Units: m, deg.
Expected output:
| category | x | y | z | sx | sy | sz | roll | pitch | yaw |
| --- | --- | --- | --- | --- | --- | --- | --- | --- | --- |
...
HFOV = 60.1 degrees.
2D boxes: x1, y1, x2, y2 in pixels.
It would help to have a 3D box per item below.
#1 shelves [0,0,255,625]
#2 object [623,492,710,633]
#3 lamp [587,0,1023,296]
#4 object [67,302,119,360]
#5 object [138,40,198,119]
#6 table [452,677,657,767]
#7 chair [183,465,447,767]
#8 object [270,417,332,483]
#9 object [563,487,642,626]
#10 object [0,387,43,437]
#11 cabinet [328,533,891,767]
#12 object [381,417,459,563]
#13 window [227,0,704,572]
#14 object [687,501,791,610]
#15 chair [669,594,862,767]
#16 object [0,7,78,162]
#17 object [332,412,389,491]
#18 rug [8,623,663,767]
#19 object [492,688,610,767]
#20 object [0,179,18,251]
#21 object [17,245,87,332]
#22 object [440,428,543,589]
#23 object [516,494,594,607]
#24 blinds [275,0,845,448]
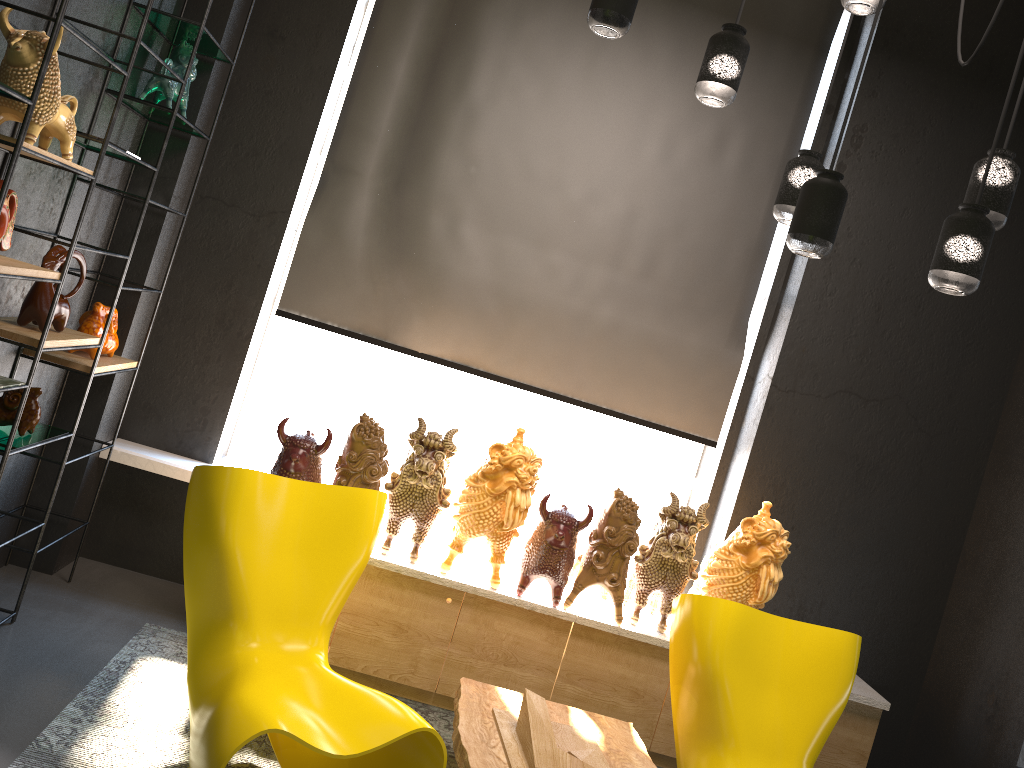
| category | x | y | z | sx | sy | sz | roll | pitch | yaw |
| --- | --- | --- | --- | --- | --- | --- | --- | --- | --- |
| shelves | -1.275 | -0.976 | 2.243 | 0.274 | 3.912 | 2.997 | 17 | 0 | -6 |
| object | 0.626 | 0.729 | 3.744 | 0.270 | 0.580 | 0.431 | 17 | 0 | -12 |
| lamp | 1.294 | -1.338 | 1.380 | 2.873 | 2.275 | 2.648 | 18 | 1 | 39 |
| object | -1.631 | -0.217 | 3.503 | 0.138 | 0.222 | 0.278 | 17 | 1 | -5 |
| object | -1.331 | -1.220 | 3.487 | 0.151 | 0.332 | 0.290 | 17 | 0 | -13 |
| table | 0.116 | 1.313 | 2.767 | 0.693 | 0.309 | 0.831 | 17 | 2 | -6 |
| chair | -0.695 | 0.761 | 2.709 | 0.651 | 0.897 | 1.080 | 17 | 1 | -35 |
| object | -0.856 | 0.352 | 3.602 | 0.219 | 0.441 | 0.463 | 17 | 1 | -1 |
| object | 0.406 | 0.690 | 3.756 | 0.249 | 0.546 | 0.474 | 17 | 0 | 2 |
| object | -1.686 | 0.071 | 2.967 | 0.210 | 0.169 | 0.105 | 17 | 0 | -5 |
| cabinet | 0.169 | 1.167 | 3.733 | 2.725 | 0.531 | 0.405 | 17 | 0 | -5 |
| object | -0.394 | 0.420 | 3.658 | 0.270 | 0.580 | 0.431 | 17 | 0 | -12 |
| window | 0.146 | -0.825 | 4.491 | 2.305 | 3.171 | 0.051 | 17 | -1 | -5 |
| object | 0.942 | 0.788 | 3.758 | 0.307 | 0.655 | 0.469 | 17 | 0 | 0 |
| chair | 0.828 | 1.222 | 2.829 | 0.656 | 0.897 | 1.073 | 17 | 1 | -10 |
| object | -1.320 | -0.829 | 2.487 | 0.175 | 0.352 | 0.369 | 17 | 1 | -1 |
| object | -0.614 | 0.381 | 3.670 | 0.249 | 0.546 | 0.474 | 17 | 0 | 2 |
| rug | 0.350 | 1.551 | 2.574 | 3.589 | 0.010 | 2.194 | 17 | 3 | -5 |
| object | 0.161 | 1.096 | 2.714 | 0.349 | 0.136 | 0.522 | 17 | 2 | -10 |
| object | -1.461 | -0.467 | 2.492 | 0.060 | 0.223 | 0.268 | 17 | 1 | -5 |
| object | -1.542 | -0.322 | 2.970 | 0.114 | 0.290 | 0.249 | 17 | 0 | -6 |
| object | -0.078 | 0.479 | 3.673 | 0.307 | 0.655 | 0.469 | 17 | 0 | 0 |
| object | 0.164 | 0.660 | 3.688 | 0.219 | 0.441 | 0.463 | 17 | 1 | -1 |
| blinds | -2.258 | -1.615 | 3.527 | 12.782 | 3.314 | 3.503 | 18 | 1 | 16 |
